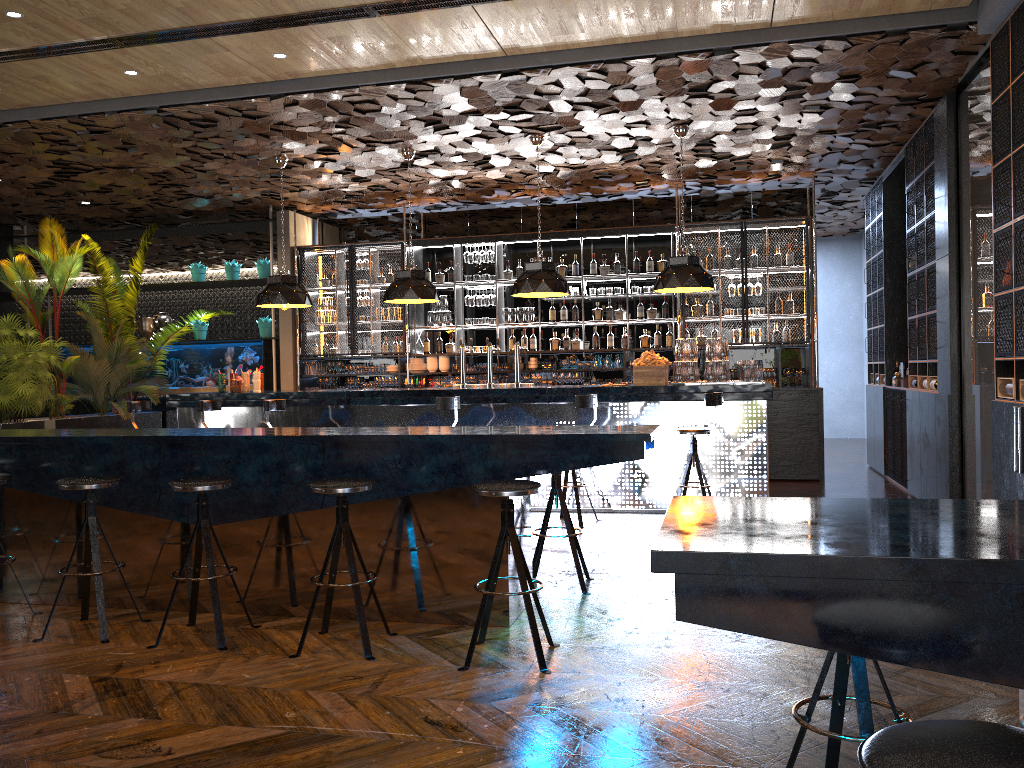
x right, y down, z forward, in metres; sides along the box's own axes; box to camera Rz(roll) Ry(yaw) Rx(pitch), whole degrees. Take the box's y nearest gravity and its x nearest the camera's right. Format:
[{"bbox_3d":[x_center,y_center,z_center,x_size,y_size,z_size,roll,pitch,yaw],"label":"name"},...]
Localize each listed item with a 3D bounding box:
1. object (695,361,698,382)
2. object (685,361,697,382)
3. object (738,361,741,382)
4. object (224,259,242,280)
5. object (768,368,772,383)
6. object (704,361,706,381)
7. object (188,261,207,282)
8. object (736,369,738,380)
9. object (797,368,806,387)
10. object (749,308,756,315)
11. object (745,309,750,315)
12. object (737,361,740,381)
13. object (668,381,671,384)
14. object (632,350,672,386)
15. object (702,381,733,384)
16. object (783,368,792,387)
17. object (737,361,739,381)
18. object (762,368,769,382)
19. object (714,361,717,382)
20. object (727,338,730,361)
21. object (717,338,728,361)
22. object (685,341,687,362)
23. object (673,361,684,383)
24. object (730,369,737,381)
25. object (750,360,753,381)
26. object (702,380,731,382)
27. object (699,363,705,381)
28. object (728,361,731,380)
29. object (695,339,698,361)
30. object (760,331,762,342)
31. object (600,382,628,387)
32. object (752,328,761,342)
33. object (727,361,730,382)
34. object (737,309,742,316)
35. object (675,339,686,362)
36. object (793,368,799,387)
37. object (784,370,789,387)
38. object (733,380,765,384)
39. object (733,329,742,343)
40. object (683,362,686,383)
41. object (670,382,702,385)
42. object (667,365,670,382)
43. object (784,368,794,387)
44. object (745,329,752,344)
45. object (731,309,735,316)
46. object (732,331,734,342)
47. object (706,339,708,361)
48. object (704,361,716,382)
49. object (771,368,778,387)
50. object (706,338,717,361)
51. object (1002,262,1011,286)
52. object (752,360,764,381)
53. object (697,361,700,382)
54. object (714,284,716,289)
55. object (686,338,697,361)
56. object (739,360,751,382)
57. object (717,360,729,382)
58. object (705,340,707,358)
[{"bbox_3d":[1.673,-0.105,8.215,0.105,0.209,0.105,-1,1,39],"label":"object"},{"bbox_3d":[1.637,-0.103,8.112,0.105,0.209,0.105,-1,1,39],"label":"object"},{"bbox_3d":[2.163,-0.114,8.255,0.105,0.209,0.105,-1,1,39],"label":"object"},{"bbox_3d":[-3.914,-1.589,12.458,0.255,0.325,0.244,-1,1,40],"label":"object"},{"bbox_3d":[3.117,-0.078,10.743,0.079,0.231,0.079,-1,1,-7],"label":"object"},{"bbox_3d":[1.896,-0.114,8.505,0.105,0.209,0.105,-1,1,39],"label":"object"},{"bbox_3d":[-4.458,-1.579,12.585,0.265,0.325,0.245,-2,1,-22],"label":"object"},{"bbox_3d":[2.776,-0.071,10.825,0.079,0.231,0.079,-1,1,-7],"label":"object"},{"bbox_3d":[3.461,-0.080,10.602,0.101,0.227,0.101,-1,1,-9],"label":"object"},{"bbox_3d":[2.934,-0.879,10.806,0.089,0.092,0.089,-1,1,-2],"label":"object"},{"bbox_3d":[2.904,-0.881,10.992,0.089,0.092,0.089,-1,1,-11],"label":"object"},{"bbox_3d":[2.206,-0.118,8.470,0.105,0.209,0.105,-1,1,-11],"label":"object"},{"bbox_3d":[1.419,-0.010,8.758,0.273,0.019,0.437,-1,1,14],"label":"object"},{"bbox_3d":[1.314,-0.154,8.301,0.340,0.332,0.464,-1,1,17],"label":"object"},{"bbox_3d":[1.897,-0.013,8.188,0.273,0.019,0.437,-1,1,14],"label":"object"},{"bbox_3d":[3.361,-0.081,10.800,0.101,0.227,0.101,-1,1,-9],"label":"object"},{"bbox_3d":[2.257,-0.122,8.693,0.105,0.209,0.105,-1,1,39],"label":"object"},{"bbox_3d":[3.049,-0.075,10.666,0.079,0.231,0.079,-2,1,-41],"label":"object"},{"bbox_3d":[1.842,-0.108,8.176,0.105,0.209,0.105,-1,1,39],"label":"object"},{"bbox_3d":[1.960,-0.320,8.212,0.105,0.209,0.105,-1,1,39],"label":"object"},{"bbox_3d":[1.921,-0.318,8.101,0.105,0.209,0.105,-1,1,39],"label":"object"},{"bbox_3d":[1.648,-0.319,8.614,0.105,0.209,0.105,-1,1,39],"label":"object"},{"bbox_3d":[1.526,-0.101,8.125,0.105,0.209,0.105,-1,1,39],"label":"object"},{"bbox_3d":[2.684,-0.069,10.755,0.079,0.231,0.079,-2,1,-41],"label":"object"},{"bbox_3d":[2.196,-0.113,8.123,0.105,0.209,0.105,-1,1,39],"label":"object"},{"bbox_3d":[1.990,-0.021,8.626,0.273,0.019,0.437,-1,1,14],"label":"object"},{"bbox_3d":[2.393,-0.106,10.954,0.170,0.313,0.170,-1,1,8],"label":"object"},{"bbox_3d":[1.985,-0.113,8.275,0.105,0.209,0.105,-1,1,39],"label":"object"},{"bbox_3d":[1.684,-0.315,8.270,0.105,0.209,0.105,-1,1,39],"label":"object"},{"bbox_3d":[3.016,-0.575,10.905,0.105,0.209,0.105,-1,1,-1],"label":"object"},{"bbox_3d":[0.954,0.006,8.292,0.377,0.045,0.198,-2,1,-38],"label":"object"},{"bbox_3d":[2.979,-0.572,10.802,0.105,0.209,0.105,-1,1,-1],"label":"object"},{"bbox_3d":[1.949,-0.110,8.157,0.105,0.209,0.105,-1,1,39],"label":"object"},{"bbox_3d":[2.810,-0.878,10.899,0.089,0.092,0.089,-1,1,14],"label":"object"},{"bbox_3d":[1.555,-0.311,8.176,0.105,0.209,0.105,-1,1,39],"label":"object"},{"bbox_3d":[3.469,-0.083,10.802,0.101,0.227,0.101,-1,1,-9],"label":"object"},{"bbox_3d":[3.336,-0.079,10.698,0.101,0.227,0.101,-1,1,-9],"label":"object"},{"bbox_3d":[2.173,-0.018,8.135,0.273,0.019,0.437,-1,1,14],"label":"object"},{"bbox_3d":[2.756,-0.568,10.853,0.105,0.209,0.105,-1,1,-1],"label":"object"},{"bbox_3d":[1.565,-0.103,8.234,0.105,0.209,0.105,-1,1,39],"label":"object"},{"bbox_3d":[1.620,-0.008,8.246,0.273,0.019,0.437,-1,1,14],"label":"object"},{"bbox_3d":[1.523,-0.109,8.857,0.105,0.209,0.105,-1,1,39],"label":"object"},{"bbox_3d":[3.312,-0.077,10.597,0.101,0.227,0.101,-1,1,-9],"label":"object"},{"bbox_3d":[2.888,-0.572,10.886,0.105,0.209,0.105,-1,1,-1],"label":"object"},{"bbox_3d":[2.708,-0.876,10.969,0.089,0.092,0.089,-1,1,-20],"label":"object"},{"bbox_3d":[2.776,-0.570,10.967,0.105,0.209,0.105,-1,1,-1],"label":"object"},{"bbox_3d":[1.850,-0.318,8.233,0.105,0.209,0.105,-1,1,39],"label":"object"},{"bbox_3d":[1.803,-0.106,8.067,0.105,0.209,0.105,-1,1,39],"label":"object"},{"bbox_3d":[3.149,-0.077,10.644,0.079,0.231,0.079,-1,1,10],"label":"object"},{"bbox_3d":[1.832,-0.316,8.118,0.105,0.209,0.105,-1,1,39],"label":"object"},{"bbox_3d":[3.324,-0.726,5.854,0.138,0.222,0.278,-1,1,13],"label":"object"},{"bbox_3d":[2.215,-0.112,7.995,0.105,0.209,0.105,-1,1,-11],"label":"object"},{"bbox_3d":[1.709,-0.108,8.333,0.105,0.209,0.105,-1,1,39],"label":"object"},{"bbox_3d":[2.509,-1.199,11.096,0.089,0.092,0.089,-1,1,39],"label":"object"},{"bbox_3d":[1.644,-0.313,8.159,0.105,0.209,0.105,-1,1,39],"label":"object"},{"bbox_3d":[2.113,-0.110,8.032,0.105,0.209,0.105,-1,1,-11],"label":"object"},{"bbox_3d":[1.914,-0.108,8.054,0.105,0.209,0.105,-1,1,39],"label":"object"},{"bbox_3d":[1.943,-0.326,8.671,0.105,0.209,0.105,-1,1,39],"label":"object"}]
